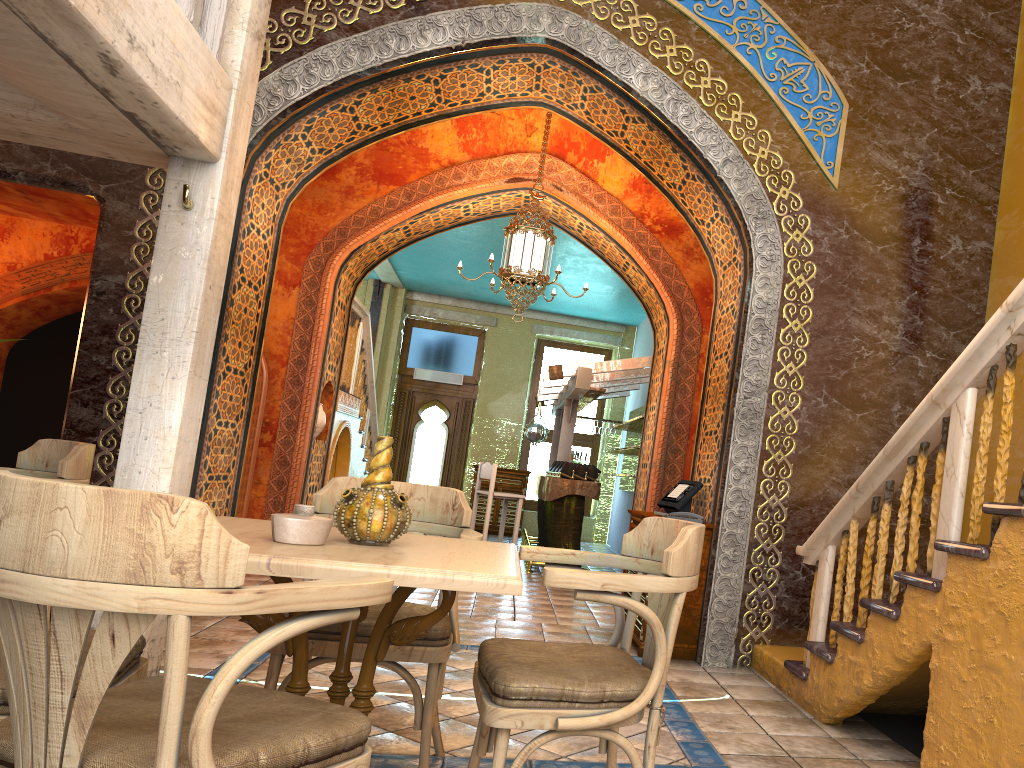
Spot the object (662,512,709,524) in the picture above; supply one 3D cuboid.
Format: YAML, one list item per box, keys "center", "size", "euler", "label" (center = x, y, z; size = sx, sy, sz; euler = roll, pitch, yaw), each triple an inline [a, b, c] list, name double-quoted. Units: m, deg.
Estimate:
- center: [1.347, 1.037, 6.602]
  size: [0.393, 0.087, 0.333]
  euler: [6, -6, 8]
  label: "object"

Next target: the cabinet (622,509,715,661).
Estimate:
- center: [1.233, 1.632, 7.100]
  size: [0.509, 1.052, 1.447]
  euler: [7, -5, -1]
  label: "cabinet"

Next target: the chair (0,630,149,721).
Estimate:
- center: [-1.413, 0.769, 2.205]
  size: [0.744, 1.178, 0.733]
  euler: [8, -4, -12]
  label: "chair"

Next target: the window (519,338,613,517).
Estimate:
- center: [1.045, 0.882, 17.146]
  size: [1.613, 3.416, 0.084]
  euler: [8, -3, -13]
  label: "window"

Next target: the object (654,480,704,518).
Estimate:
- center: [1.377, 0.948, 7.056]
  size: [0.271, 0.318, 0.426]
  euler: [8, -5, -14]
  label: "object"

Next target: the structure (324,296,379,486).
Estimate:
- center: [-2.983, 0.645, 12.411]
  size: [1.857, 3.141, 5.693]
  euler: [7, -5, -1]
  label: "structure"

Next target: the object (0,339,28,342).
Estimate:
- center: [-5.397, 0.228, 7.680]
  size: [1.112, 2.420, 1.298]
  euler: [6, -4, 19]
  label: "object"

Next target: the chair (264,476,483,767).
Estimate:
- center: [-0.577, 0.990, 3.458]
  size: [0.819, 1.178, 0.666]
  euler: [8, -4, -9]
  label: "chair"

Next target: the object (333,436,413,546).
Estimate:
- center: [-0.420, 0.330, 2.656]
  size: [0.234, 0.335, 0.230]
  euler: [7, -4, 2]
  label: "object"

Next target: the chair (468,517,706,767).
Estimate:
- center: [0.234, 1.029, 2.901]
  size: [0.744, 1.178, 0.733]
  euler: [8, -4, -12]
  label: "chair"

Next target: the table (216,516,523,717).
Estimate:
- center: [-0.578, 0.987, 2.614]
  size: [1.102, 1.003, 1.014]
  euler: [8, -4, -7]
  label: "table"

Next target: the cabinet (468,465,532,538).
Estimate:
- center: [-0.271, 2.263, 16.377]
  size: [1.171, 1.302, 0.587]
  euler: [8, -4, -10]
  label: "cabinet"

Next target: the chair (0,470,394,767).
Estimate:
- center: [-0.768, 0.805, 1.816]
  size: [0.723, 1.178, 0.752]
  euler: [6, -4, 22]
  label: "chair"

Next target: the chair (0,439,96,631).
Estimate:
- center: [-2.428, 0.818, 3.887]
  size: [0.688, 1.178, 0.783]
  euler: [4, -5, 42]
  label: "chair"

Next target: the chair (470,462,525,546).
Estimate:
- center: [-0.200, 1.724, 11.253]
  size: [0.553, 1.335, 0.449]
  euler: [9, -4, -32]
  label: "chair"

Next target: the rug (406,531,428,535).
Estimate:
- center: [-1.724, 2.617, 15.437]
  size: [1.361, 0.039, 2.321]
  euler: [7, -6, -3]
  label: "rug"

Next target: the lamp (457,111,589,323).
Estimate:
- center: [0.224, -1.772, 8.426]
  size: [1.347, 2.363, 1.079]
  euler: [8, -4, -7]
  label: "lamp"

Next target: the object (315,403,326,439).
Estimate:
- center: [-2.158, 0.397, 9.246]
  size: [0.244, 0.384, 0.260]
  euler: [6, -4, 11]
  label: "object"

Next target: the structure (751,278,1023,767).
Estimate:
- center: [2.955, 0.521, 4.218]
  size: [1.898, 3.141, 6.262]
  euler: [7, -5, -1]
  label: "structure"
